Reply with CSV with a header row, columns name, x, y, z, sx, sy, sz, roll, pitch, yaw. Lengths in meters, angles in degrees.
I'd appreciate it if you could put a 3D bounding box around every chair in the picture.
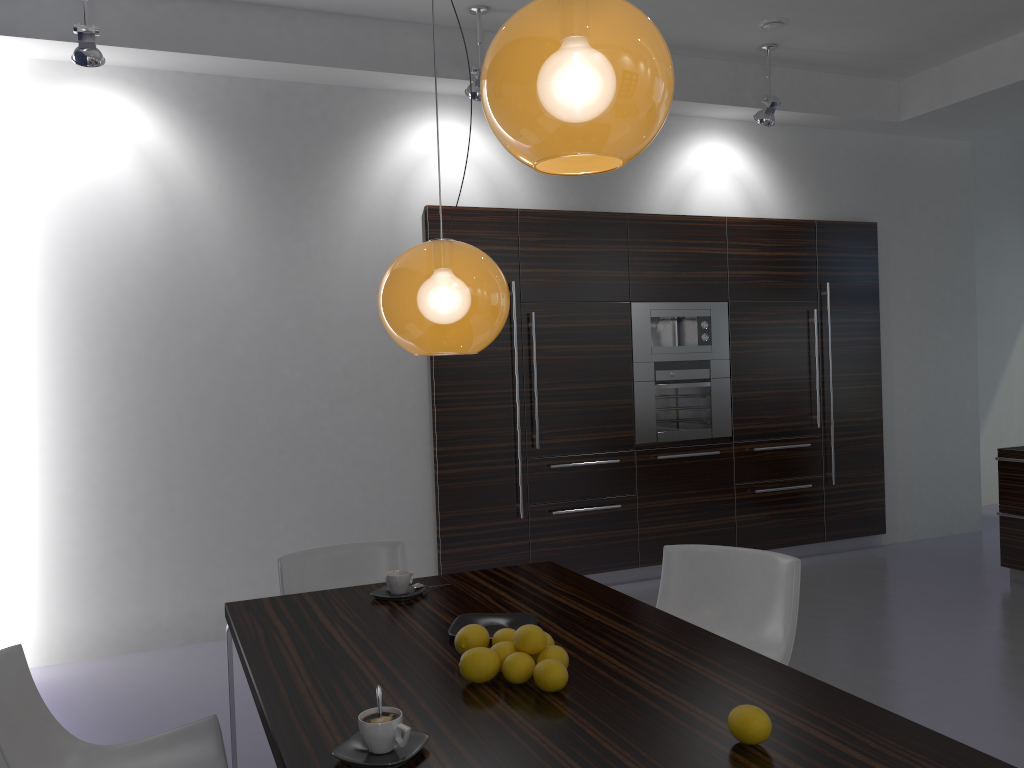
name,x,y,z,sx,sy,sz,roll,pitch,yaw
chair,-0.558,1.042,3.323,0.508,0.805,0.620,-3,1,-28
chair,-1.020,1.079,2.205,0.620,0.805,0.508,-3,1,-23
chair,0.664,1.004,3.018,0.508,0.805,0.620,-1,1,37

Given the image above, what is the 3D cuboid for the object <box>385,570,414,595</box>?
name,x,y,z,sx,sy,sz,roll,pitch,yaw
object,-0.357,0.625,2.795,0.081,0.064,0.101,-2,1,3

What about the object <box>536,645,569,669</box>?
name,x,y,z,sx,sy,sz,roll,pitch,yaw
object,0.093,0.628,2.005,0.070,0.068,0.083,-1,1,36

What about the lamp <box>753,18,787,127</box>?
name,x,y,z,sx,sy,sz,roll,pitch,yaw
lamp,1.618,-1.921,5.564,0.171,0.511,0.605,-2,1,9

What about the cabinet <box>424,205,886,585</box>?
name,x,y,z,sx,sy,sz,roll,pitch,yaw
cabinet,1.079,0.079,6.399,3.600,2.500,0.669,-3,1,-23

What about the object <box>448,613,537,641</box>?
name,x,y,z,sx,sy,sz,roll,pitch,yaw
object,-0.049,0.653,2.378,0.232,0.020,0.232,-2,1,6

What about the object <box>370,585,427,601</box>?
name,x,y,z,sx,sy,sz,roll,pitch,yaw
object,-0.356,0.656,2.786,0.154,0.020,0.154,-2,1,23

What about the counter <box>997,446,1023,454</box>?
name,x,y,z,sx,sy,sz,roll,pitch,yaw
counter,4.360,0.596,4.439,1.302,1.300,3.291,-3,1,-23

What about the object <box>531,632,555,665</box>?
name,x,y,z,sx,sy,sz,roll,pitch,yaw
object,0.055,0.622,2.088,0.094,0.080,0.076,-2,1,-21

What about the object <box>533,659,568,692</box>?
name,x,y,z,sx,sy,sz,roll,pitch,yaw
object,0.083,0.630,1.917,0.070,0.068,0.083,-2,1,-19

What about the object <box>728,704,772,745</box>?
name,x,y,z,sx,sy,sz,roll,pitch,yaw
object,0.434,0.623,1.621,0.070,0.068,0.083,-2,1,-19

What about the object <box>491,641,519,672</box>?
name,x,y,z,sx,sy,sz,roll,pitch,yaw
object,-0.018,0.630,2.048,0.081,0.071,0.069,-1,1,44

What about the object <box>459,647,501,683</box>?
name,x,y,z,sx,sy,sz,roll,pitch,yaw
object,-0.073,0.630,1.988,0.094,0.077,0.079,-2,1,21

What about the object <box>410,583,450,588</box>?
name,x,y,z,sx,sy,sz,roll,pitch,yaw
object,-0.261,0.644,2.847,0.155,0.028,0.032,-3,1,-42

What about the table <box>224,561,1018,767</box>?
name,x,y,z,sx,sy,sz,roll,pitch,yaw
table,0.026,1.055,2.054,1.127,0.783,2.046,-3,1,-23

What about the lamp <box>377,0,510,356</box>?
name,x,y,z,sx,sy,sz,roll,pitch,yaw
lamp,-0.215,-1.065,2.396,0.358,1.974,0.359,-2,1,-17

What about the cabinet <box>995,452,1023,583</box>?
name,x,y,z,sx,sy,sz,roll,pitch,yaw
cabinet,4.357,0.821,4.441,1.377,0.852,3.285,-3,1,-23

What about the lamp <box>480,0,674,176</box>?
name,x,y,z,sx,sy,sz,roll,pitch,yaw
lamp,0.095,-1.228,1.637,0.359,1.645,0.358,-2,1,-12

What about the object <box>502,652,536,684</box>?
name,x,y,z,sx,sy,sz,roll,pitch,yaw
object,0.015,0.632,1.972,0.070,0.068,0.083,-1,1,36

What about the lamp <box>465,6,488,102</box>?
name,x,y,z,sx,sy,sz,roll,pitch,yaw
lamp,-0.189,-1.846,5.003,0.150,0.511,0.185,-3,1,-23

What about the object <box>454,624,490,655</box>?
name,x,y,z,sx,sy,sz,roll,pitch,yaw
object,-0.096,0.628,2.167,0.079,0.077,0.094,-1,1,41

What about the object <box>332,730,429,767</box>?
name,x,y,z,sx,sy,sz,roll,pitch,yaw
object,-0.240,0.673,1.635,0.154,0.020,0.154,-2,1,22

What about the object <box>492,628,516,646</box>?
name,x,y,z,sx,sy,sz,roll,pitch,yaw
object,-0.012,0.629,2.157,0.070,0.068,0.083,-2,1,-19

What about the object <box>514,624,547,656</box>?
name,x,y,z,sx,sy,sz,roll,pitch,yaw
object,0.041,0.584,2.025,0.070,0.068,0.083,-2,1,-19

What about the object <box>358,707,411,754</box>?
name,x,y,z,sx,sy,sz,roll,pitch,yaw
object,-0.231,0.641,1.634,0.101,0.064,0.081,-2,1,2

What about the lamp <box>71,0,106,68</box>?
name,x,y,z,sx,sy,sz,roll,pitch,yaw
lamp,-2.034,-1.765,4.236,0.150,0.511,0.185,-3,1,-23
